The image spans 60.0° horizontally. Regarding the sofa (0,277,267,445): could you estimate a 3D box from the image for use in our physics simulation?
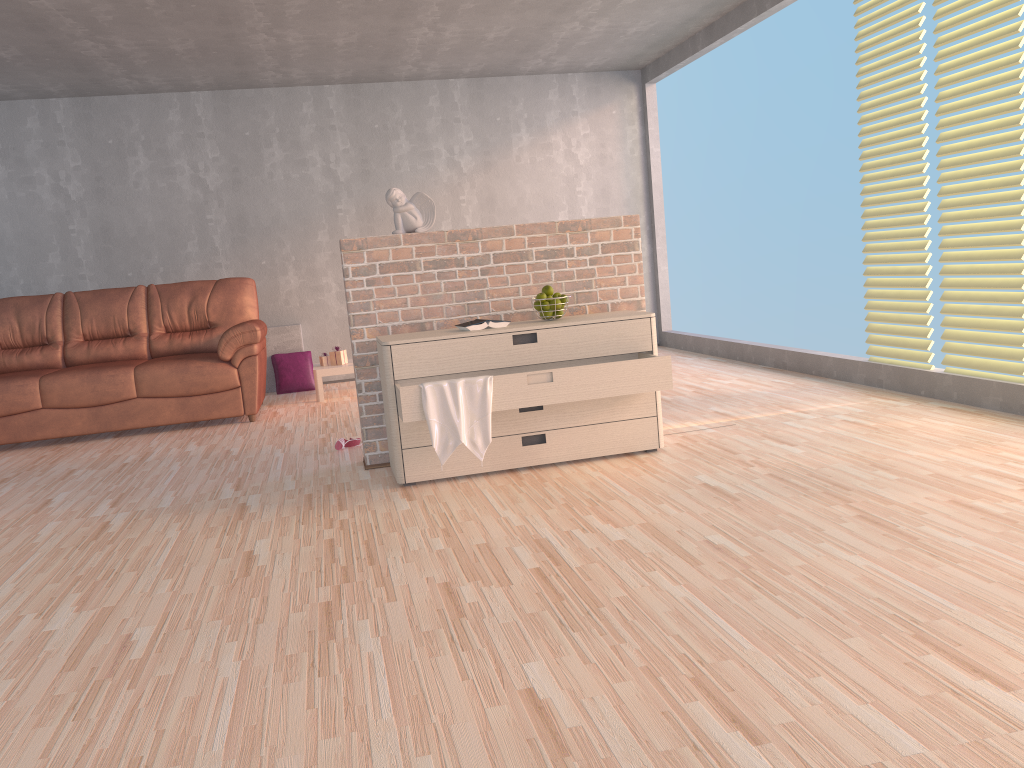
[{"bbox_3d":[-2.786,-0.186,6.015,2.202,0.923,0.981,-7,8,-11],"label":"sofa"}]

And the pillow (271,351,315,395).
[{"bbox_3d":[-1.788,-0.093,7.280,0.327,0.326,0.241,-8,8,-17],"label":"pillow"}]

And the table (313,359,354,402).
[{"bbox_3d":[-1.232,-0.044,6.806,0.548,0.241,0.548,-7,8,-11],"label":"table"}]

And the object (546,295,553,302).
[{"bbox_3d":[0.163,-0.375,3.939,0.039,0.038,0.039,-3,8,17],"label":"object"}]

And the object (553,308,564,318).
[{"bbox_3d":[0.207,-0.317,3.961,0.046,0.048,0.048,-9,8,-23],"label":"object"}]

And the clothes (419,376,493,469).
[{"bbox_3d":[-0.198,0.160,3.499,0.325,0.369,0.097,-7,8,-11],"label":"clothes"}]

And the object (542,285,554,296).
[{"bbox_3d":[0.159,-0.414,3.963,0.054,0.056,0.054,-7,8,-11],"label":"object"}]

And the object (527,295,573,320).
[{"bbox_3d":[0.174,-0.337,3.969,0.202,0.104,0.202,-8,8,-18],"label":"object"}]

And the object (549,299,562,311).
[{"bbox_3d":[0.191,-0.351,3.920,0.057,0.057,0.057,-2,8,21],"label":"object"}]

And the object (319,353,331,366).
[{"bbox_3d":[-1.391,-0.195,6.755,0.152,0.105,0.080,-12,11,-42],"label":"object"}]

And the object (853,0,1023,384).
[{"bbox_3d":[2.433,-0.901,2.865,0.044,2.114,4.372,-7,8,-11],"label":"object"}]

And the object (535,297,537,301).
[{"bbox_3d":[0.129,-0.378,3.982,0.049,0.053,0.054,-3,8,19],"label":"object"}]

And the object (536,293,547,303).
[{"bbox_3d":[0.130,-0.381,3.916,0.046,0.045,0.046,-7,8,-12],"label":"object"}]

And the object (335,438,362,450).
[{"bbox_3d":[-0.857,0.307,4.645,0.078,0.066,0.192,-2,9,24],"label":"object"}]

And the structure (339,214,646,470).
[{"bbox_3d":[-0.055,-0.219,4.261,1.422,1.057,0.211,-7,8,-11],"label":"structure"}]

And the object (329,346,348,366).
[{"bbox_3d":[-1.311,-0.218,6.696,0.099,0.147,0.102,-3,8,17],"label":"object"}]

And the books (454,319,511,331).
[{"bbox_3d":[-0.128,-0.261,3.849,0.209,0.040,0.146,-8,8,-21],"label":"books"}]

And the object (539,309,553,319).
[{"bbox_3d":[0.152,-0.316,3.954,0.060,0.055,0.059,0,9,33],"label":"object"}]

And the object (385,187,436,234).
[{"bbox_3d":[-0.469,-0.803,4.098,0.216,0.218,0.131,-7,8,-12],"label":"object"}]

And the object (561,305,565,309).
[{"bbox_3d":[0.212,-0.359,3.998,0.053,0.054,0.053,-2,8,24],"label":"object"}]

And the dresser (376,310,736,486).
[{"bbox_3d":[0.302,0.025,3.889,1.686,0.612,0.605,-7,8,-11],"label":"dresser"}]

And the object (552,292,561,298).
[{"bbox_3d":[0.202,-0.389,3.970,0.043,0.043,0.039,-9,9,-26],"label":"object"}]

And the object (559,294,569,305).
[{"bbox_3d":[0.228,-0.374,3.937,0.047,0.047,0.046,-1,9,26],"label":"object"}]

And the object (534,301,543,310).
[{"bbox_3d":[0.119,-0.350,3.943,0.046,0.044,0.046,-7,8,-16],"label":"object"}]

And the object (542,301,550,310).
[{"bbox_3d":[0.151,-0.345,3.913,0.038,0.040,0.039,-6,8,-3],"label":"object"}]
